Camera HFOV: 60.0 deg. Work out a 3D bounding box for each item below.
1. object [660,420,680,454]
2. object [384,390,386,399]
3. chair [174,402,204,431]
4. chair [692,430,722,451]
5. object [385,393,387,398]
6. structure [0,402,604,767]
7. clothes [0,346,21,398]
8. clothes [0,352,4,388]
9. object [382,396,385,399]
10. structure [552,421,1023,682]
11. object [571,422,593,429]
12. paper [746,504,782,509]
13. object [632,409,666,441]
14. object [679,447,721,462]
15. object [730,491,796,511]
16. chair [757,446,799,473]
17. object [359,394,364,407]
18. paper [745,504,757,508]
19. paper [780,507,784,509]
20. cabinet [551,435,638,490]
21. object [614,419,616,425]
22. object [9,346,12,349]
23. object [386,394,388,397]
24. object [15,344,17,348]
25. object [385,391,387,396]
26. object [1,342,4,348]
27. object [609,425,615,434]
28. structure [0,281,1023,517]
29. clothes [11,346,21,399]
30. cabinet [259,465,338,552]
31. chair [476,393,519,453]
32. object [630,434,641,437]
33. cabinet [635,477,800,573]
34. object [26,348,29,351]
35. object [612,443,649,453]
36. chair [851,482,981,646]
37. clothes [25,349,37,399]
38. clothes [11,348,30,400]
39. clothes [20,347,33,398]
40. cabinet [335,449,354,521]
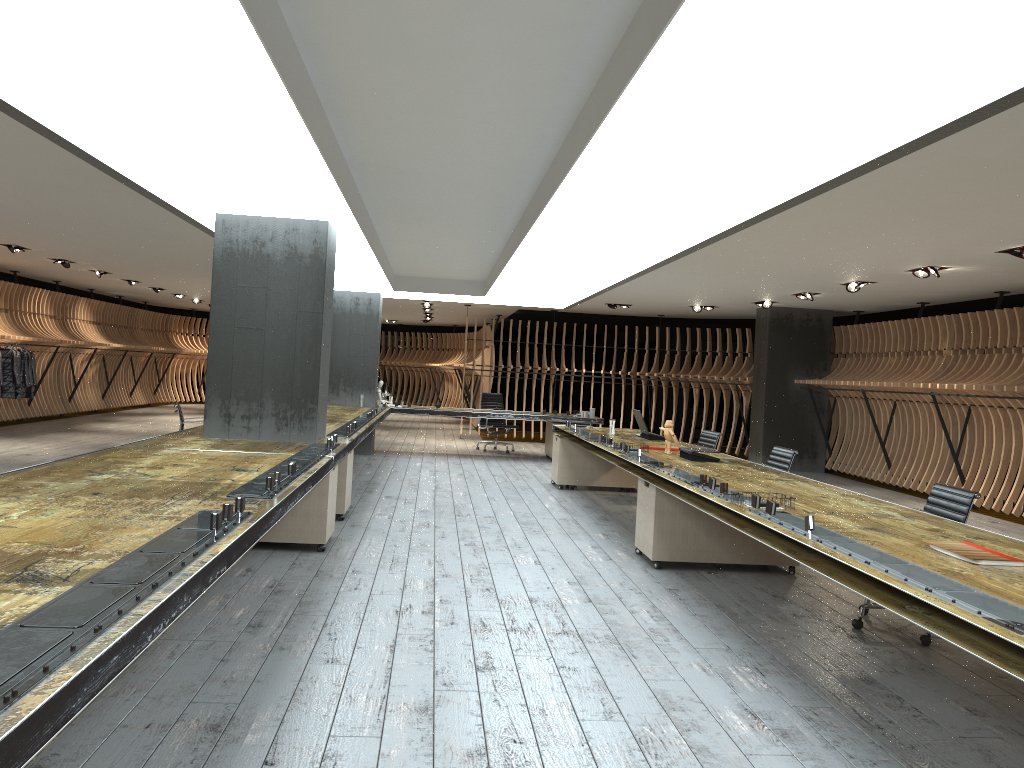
[{"bbox_3d":[1.393,0.474,8.002,0.097,0.300,0.320,3,0,-21],"label":"object"},{"bbox_3d":[-2.069,0.229,14.392,0.008,0.267,0.060,3,0,12],"label":"object"},{"bbox_3d":[-3.449,0.654,9.820,0.667,0.859,0.693,3,0,-29],"label":"chair"},{"bbox_3d":[1.998,0.953,10.079,0.667,0.859,0.693,3,0,-19],"label":"chair"},{"bbox_3d":[-2.062,0.254,14.383,0.009,0.222,0.082,3,0,24],"label":"object"},{"bbox_3d":[-0.310,0.874,6.445,4.835,0.844,18.477,3,1,-5],"label":"structure"},{"bbox_3d":[-8.188,-0.189,14.322,0.501,0.854,0.245,3,0,-21],"label":"clothes"},{"bbox_3d":[-8.192,-0.172,14.040,0.746,0.854,0.166,3,0,40],"label":"clothes"},{"bbox_3d":[-2.102,0.261,14.385,0.081,0.198,0.050,3,0,20],"label":"object"},{"bbox_3d":[1.535,0.977,6.389,1.162,0.844,10.452,3,1,-5],"label":"structure"},{"bbox_3d":[0.871,0.528,11.312,0.302,0.074,0.217,3,1,-10],"label":"object"},{"bbox_3d":[1.338,0.649,4.734,0.176,0.004,0.130,3,1,1],"label":"paper"},{"bbox_3d":[1.542,0.453,9.818,0.365,0.316,0.373,3,0,-5],"label":"object"},{"bbox_3d":[1.579,0.596,7.478,0.262,0.088,0.373,3,1,-5],"label":"object"},{"bbox_3d":[1.337,0.626,4.734,0.302,0.071,0.209,3,1,-10],"label":"object"},{"bbox_3d":[2.161,0.987,7.918,0.667,0.859,0.693,3,0,-14],"label":"chair"},{"bbox_3d":[-2.328,0.256,13.715,0.079,0.188,0.079,3,0,10],"label":"object"},{"bbox_3d":[1.338,0.651,4.734,0.176,0.004,0.130,3,1,-1],"label":"paper"},{"bbox_3d":[1.351,0.654,4.739,0.176,0.003,0.130,3,1,-7],"label":"paper"},{"bbox_3d":[1.105,1.006,11.203,1.131,0.630,0.593,3,0,-5],"label":"cabinet"},{"bbox_3d":[1.187,0.491,10.313,0.030,0.170,0.007,3,0,-19],"label":"object"},{"bbox_3d":[-8.266,-0.569,14.572,0.439,0.242,0.016,3,0,20],"label":"object"},{"bbox_3d":[-2.049,0.246,14.379,0.084,0.240,0.009,3,0,-28],"label":"object"},{"bbox_3d":[-8.250,-0.571,14.732,0.440,0.226,0.010,3,0,20],"label":"object"},{"bbox_3d":[-2.064,0.232,14.392,0.012,0.264,0.062,3,0,37],"label":"object"},{"bbox_3d":[-8.226,-0.569,14.279,0.440,0.226,0.010,3,0,-15],"label":"object"},{"bbox_3d":[1.162,0.535,10.320,0.061,0.111,0.061,3,0,29],"label":"object"},{"bbox_3d":[-1.264,-0.090,10.450,14.880,2.440,36.557,3,1,-5],"label":"structure"},{"bbox_3d":[-8.248,-0.193,14.558,0.511,0.854,0.227,3,0,16],"label":"clothes"},{"bbox_3d":[-1.941,0.887,6.751,1.131,0.630,0.593,3,0,-5],"label":"cabinet"},{"bbox_3d":[-0.238,0.683,15.730,0.665,1.023,0.699,3,0,-24],"label":"chair"},{"bbox_3d":[1.490,0.595,10.173,0.213,0.019,0.219,3,1,-20],"label":"object"},{"bbox_3d":[1.588,1.081,6.890,1.131,0.630,0.593,3,0,-5],"label":"cabinet"},{"bbox_3d":[-8.307,-0.580,15.215,0.440,0.226,0.010,3,0,35],"label":"object"},{"bbox_3d":[1.063,0.576,7.942,0.302,0.074,0.217,3,1,-10],"label":"object"},{"bbox_3d":[2.356,1.027,5.280,0.667,0.859,0.693,3,0,-9],"label":"chair"},{"bbox_3d":[-8.292,-0.176,15.189,0.682,0.854,0.181,3,0,38],"label":"clothes"},{"bbox_3d":[-8.257,-0.170,14.734,0.585,0.854,0.211,3,0,22],"label":"clothes"},{"bbox_3d":[-8.283,-0.196,14.858,0.530,0.856,0.234,3,0,-6],"label":"clothes"},{"bbox_3d":[-2.057,0.866,8.099,1.131,0.630,0.593,3,0,-5],"label":"cabinet"}]
